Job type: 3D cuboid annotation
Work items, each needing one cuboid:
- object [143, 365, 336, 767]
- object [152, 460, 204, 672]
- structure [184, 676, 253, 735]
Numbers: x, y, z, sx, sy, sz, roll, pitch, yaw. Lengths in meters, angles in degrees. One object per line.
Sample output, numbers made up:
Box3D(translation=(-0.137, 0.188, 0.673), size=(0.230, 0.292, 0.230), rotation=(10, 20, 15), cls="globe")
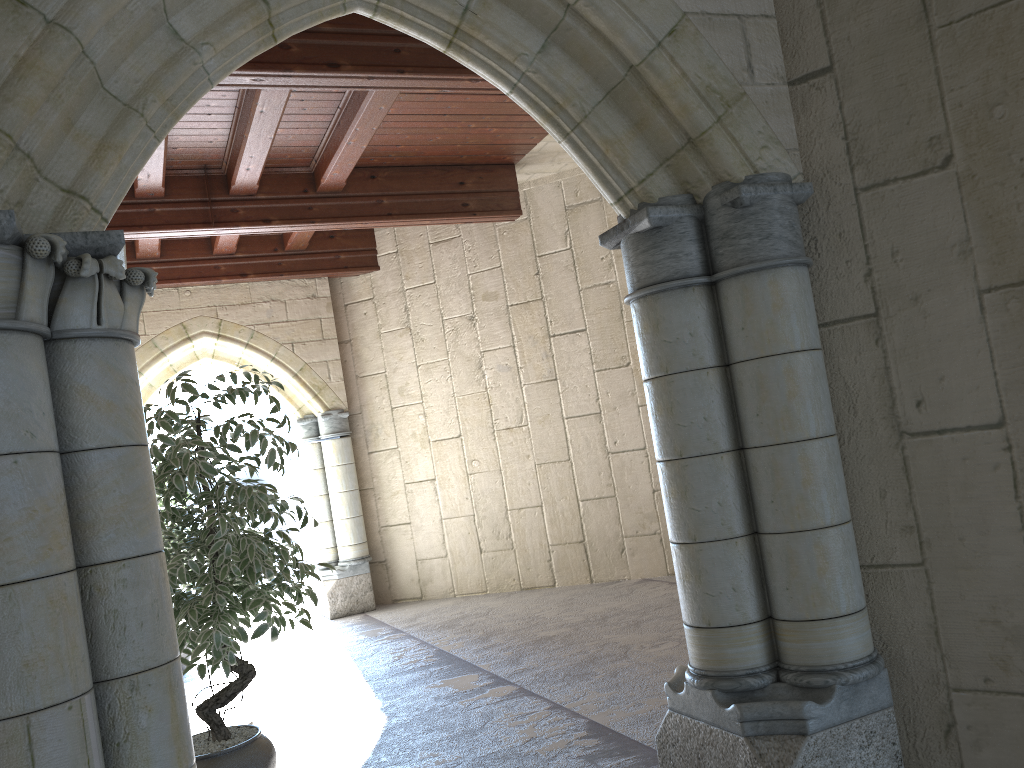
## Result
Box3D(translation=(-1.053, 0.760, 3.190), size=(0.787, 1.615, 0.751), rotation=(-10, -2, 8), cls="object")
Box3D(translation=(-2.523, 1.236, 6.188), size=(0.785, 1.615, 0.754), rotation=(-8, -3, -27), cls="object")
Box3D(translation=(-2.653, 1.509, 4.175), size=(2.567, 0.808, 1.468), rotation=(-7, -4, -23), cls="structure")
